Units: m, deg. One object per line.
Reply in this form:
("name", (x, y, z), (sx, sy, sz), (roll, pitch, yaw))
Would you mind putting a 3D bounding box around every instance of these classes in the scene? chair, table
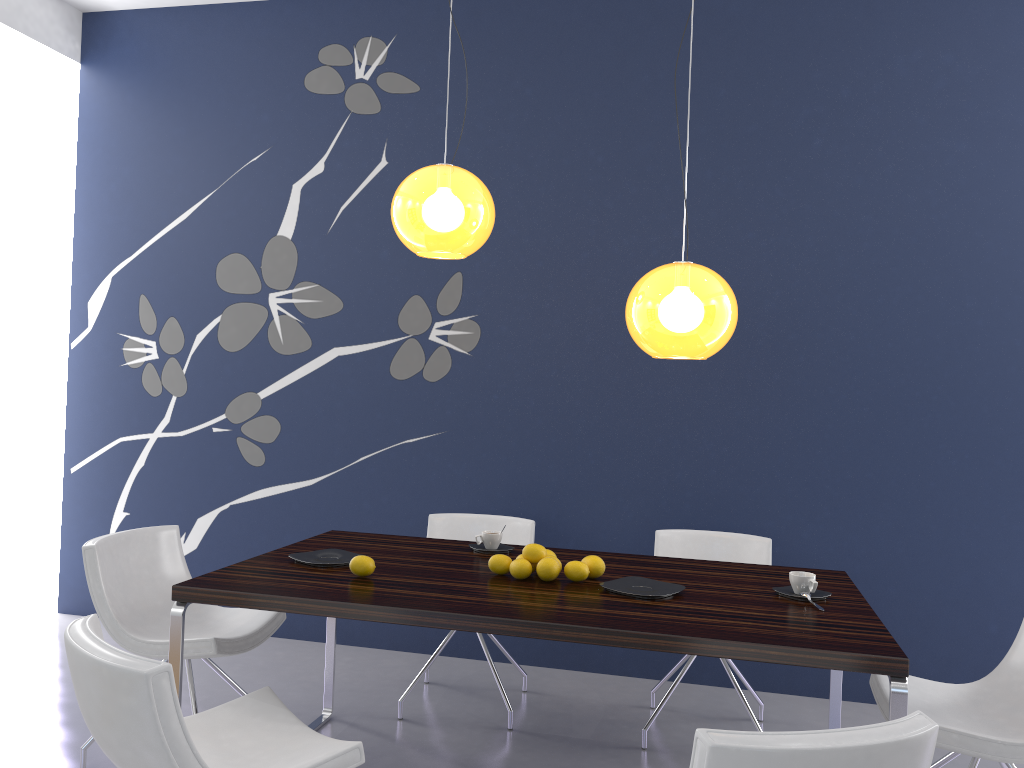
("chair", (-0.187, 1.019, 3.954), (0.508, 0.805, 0.620), (2, 0, 8))
("chair", (0.826, 1.057, 3.718), (0.508, 0.805, 0.620), (2, 0, 13))
("chair", (0.504, 1.035, 1.874), (0.508, 0.805, 0.620), (2, 0, -17))
("chair", (1.464, 1.077, 2.689), (0.620, 0.805, 0.508), (2, 0, 8))
("chair", (-0.759, 0.988, 2.179), (0.620, 0.805, 0.508), (2, 0, -42))
("table", (0.093, 1.036, 2.955), (2.046, 0.783, 1.127), (2, 0, 13))
("chair", (-1.244, 0.974, 3.319), (0.620, 0.805, 0.508), (2, 0, 13))

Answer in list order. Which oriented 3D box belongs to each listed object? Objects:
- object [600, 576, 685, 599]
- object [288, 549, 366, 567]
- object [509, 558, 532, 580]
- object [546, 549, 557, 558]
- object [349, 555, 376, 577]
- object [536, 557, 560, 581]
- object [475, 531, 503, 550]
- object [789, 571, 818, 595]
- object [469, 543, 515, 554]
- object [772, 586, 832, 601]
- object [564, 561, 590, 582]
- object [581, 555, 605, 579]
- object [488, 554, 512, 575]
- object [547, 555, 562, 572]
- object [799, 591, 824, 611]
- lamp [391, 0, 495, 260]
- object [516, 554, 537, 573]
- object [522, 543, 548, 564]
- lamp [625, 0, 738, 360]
("object", (0.413, 0.648, 2.814), (0.232, 0.020, 0.232), (2, 0, 42))
("object", (-0.640, 0.609, 3.092), (0.232, 0.020, 0.232), (2, 0, 42))
("object", (0.029, 0.608, 2.915), (0.070, 0.068, 0.083), (2, 0, -18))
("object", (0.111, 0.607, 3.059), (0.094, 0.077, 0.079), (2, 0, -33))
("object", (-0.482, 0.587, 2.861), (0.083, 0.068, 0.070), (2, 0, 17))
("object", (0.118, 0.605, 2.897), (0.076, 0.080, 0.094), (2, 0, 15))
("object", (-0.084, 0.600, 3.395), (0.081, 0.064, 0.101), (2, 0, 38))
("object", (0.932, 0.637, 2.819), (0.101, 0.064, 0.081), (2, 0, 39))
("object", (-0.079, 0.632, 3.403), (0.154, 0.020, 0.154), (2, 0, -32))
("object", (0.923, 0.668, 2.825), (0.154, 0.020, 0.154), (2, 0, -31))
("object", (0.213, 0.615, 2.911), (0.083, 0.068, 0.070), (2, 0, 17))
("object", (0.270, 0.613, 2.974), (0.079, 0.077, 0.094), (2, 0, -13))
("object", (-0.037, 0.605, 2.974), (0.083, 0.068, 0.070), (2, 0, 17))
("object", (0.128, 0.610, 2.979), (0.081, 0.071, 0.069), (2, 0, -10))
("object", (0.918, 0.660, 2.712), (0.032, 0.028, 0.155), (2, 0, -6))
("lamp", (-0.211, -1.263, 3.062), (0.358, 1.645, 0.359), (2, 0, 24))
("object", (0.048, 0.609, 2.997), (0.070, 0.068, 0.083), (2, 0, -18))
("object", (0.076, 0.564, 2.944), (0.083, 0.068, 0.070), (2, 0, 17))
("lamp", (0.581, -1.069, 2.878), (0.359, 1.974, 0.358), (2, 0, 18))
